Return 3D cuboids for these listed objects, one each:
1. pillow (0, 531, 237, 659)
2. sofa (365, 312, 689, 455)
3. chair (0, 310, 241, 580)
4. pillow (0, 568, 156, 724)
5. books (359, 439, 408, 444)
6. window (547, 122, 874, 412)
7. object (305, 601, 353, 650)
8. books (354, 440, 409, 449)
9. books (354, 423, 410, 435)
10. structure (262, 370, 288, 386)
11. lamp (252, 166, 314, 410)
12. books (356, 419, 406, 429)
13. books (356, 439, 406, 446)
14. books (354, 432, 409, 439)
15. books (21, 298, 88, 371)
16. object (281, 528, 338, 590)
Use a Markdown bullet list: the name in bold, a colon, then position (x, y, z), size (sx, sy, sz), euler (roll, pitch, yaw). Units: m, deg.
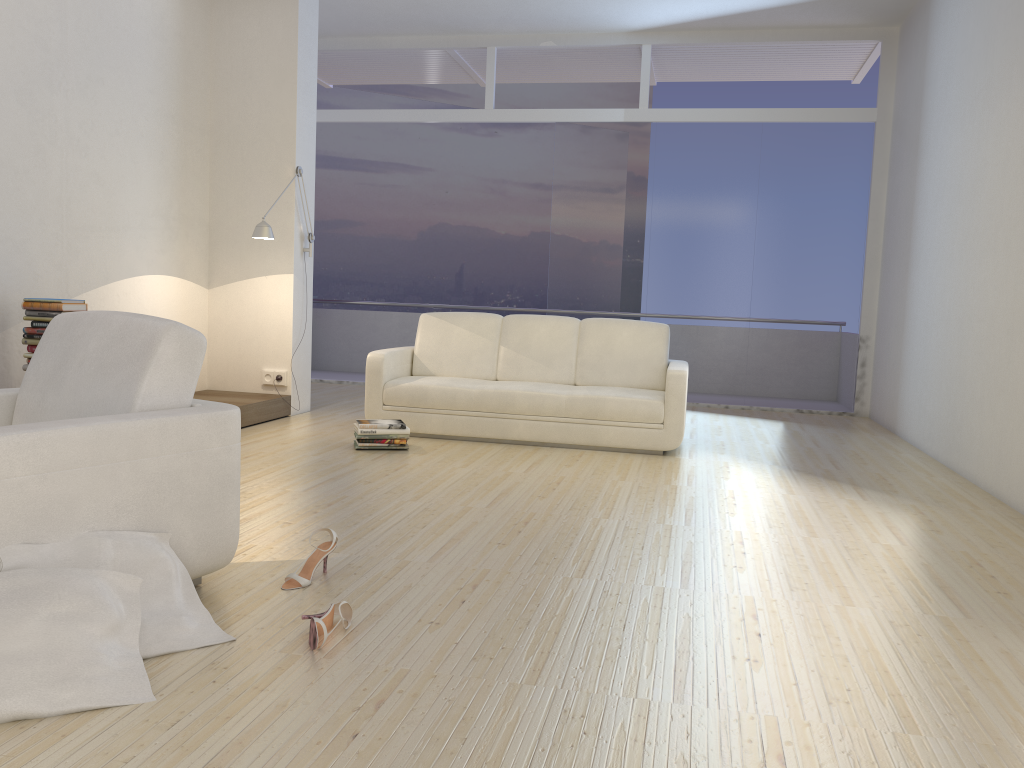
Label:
- **pillow**: position (-1.053, 0.547, 2.249), size (0.312, 0.315, 0.615), euler (7, 7, 38)
- **sofa**: position (0.145, -0.057, 6.291), size (2.166, 0.862, 0.941), euler (3, 5, 12)
- **chair**: position (-1.445, 0.191, 2.671), size (0.919, 0.828, 0.941), euler (6, 6, 31)
- **pillow**: position (-1.189, 0.599, 1.994), size (0.712, 0.287, 0.299), euler (0, 6, -26)
- **books**: position (-0.805, 0.344, 5.583), size (0.287, 0.025, 0.247), euler (2, 5, -4)
- **window**: position (1.836, -1.166, 8.634), size (2.988, 2.706, 0.012), euler (3, 5, 12)
- **object**: position (-0.537, 0.660, 2.454), size (0.121, 0.091, 0.287), euler (3, 5, 10)
- **books**: position (-0.826, 0.382, 5.586), size (0.328, 0.018, 0.247), euler (1, 5, -13)
- **books**: position (-0.821, 0.283, 5.577), size (0.319, 0.038, 0.247), euler (1, 5, -17)
- **structure**: position (-1.825, -0.046, 6.808), size (0.206, 0.114, 0.028), euler (3, 5, 12)
- **lamp**: position (-1.703, -0.690, 6.502), size (0.204, 1.841, 0.891), euler (3, 5, 7)
- **books**: position (-0.826, 0.252, 5.572), size (0.287, 0.025, 0.247), euler (1, 5, -15)
- **books**: position (-0.831, 0.364, 5.582), size (0.287, 0.018, 0.247), euler (1, 5, -15)
- **books**: position (-0.823, 0.316, 5.580), size (0.328, 0.027, 0.247), euler (1, 5, -13)
- **books**: position (-2.469, -0.114, 4.832), size (0.329, 0.694, 0.270), euler (3, 5, 12)
- **object**: position (-0.670, 0.573, 2.939), size (0.089, 0.149, 0.265), euler (5, 6, 24)
